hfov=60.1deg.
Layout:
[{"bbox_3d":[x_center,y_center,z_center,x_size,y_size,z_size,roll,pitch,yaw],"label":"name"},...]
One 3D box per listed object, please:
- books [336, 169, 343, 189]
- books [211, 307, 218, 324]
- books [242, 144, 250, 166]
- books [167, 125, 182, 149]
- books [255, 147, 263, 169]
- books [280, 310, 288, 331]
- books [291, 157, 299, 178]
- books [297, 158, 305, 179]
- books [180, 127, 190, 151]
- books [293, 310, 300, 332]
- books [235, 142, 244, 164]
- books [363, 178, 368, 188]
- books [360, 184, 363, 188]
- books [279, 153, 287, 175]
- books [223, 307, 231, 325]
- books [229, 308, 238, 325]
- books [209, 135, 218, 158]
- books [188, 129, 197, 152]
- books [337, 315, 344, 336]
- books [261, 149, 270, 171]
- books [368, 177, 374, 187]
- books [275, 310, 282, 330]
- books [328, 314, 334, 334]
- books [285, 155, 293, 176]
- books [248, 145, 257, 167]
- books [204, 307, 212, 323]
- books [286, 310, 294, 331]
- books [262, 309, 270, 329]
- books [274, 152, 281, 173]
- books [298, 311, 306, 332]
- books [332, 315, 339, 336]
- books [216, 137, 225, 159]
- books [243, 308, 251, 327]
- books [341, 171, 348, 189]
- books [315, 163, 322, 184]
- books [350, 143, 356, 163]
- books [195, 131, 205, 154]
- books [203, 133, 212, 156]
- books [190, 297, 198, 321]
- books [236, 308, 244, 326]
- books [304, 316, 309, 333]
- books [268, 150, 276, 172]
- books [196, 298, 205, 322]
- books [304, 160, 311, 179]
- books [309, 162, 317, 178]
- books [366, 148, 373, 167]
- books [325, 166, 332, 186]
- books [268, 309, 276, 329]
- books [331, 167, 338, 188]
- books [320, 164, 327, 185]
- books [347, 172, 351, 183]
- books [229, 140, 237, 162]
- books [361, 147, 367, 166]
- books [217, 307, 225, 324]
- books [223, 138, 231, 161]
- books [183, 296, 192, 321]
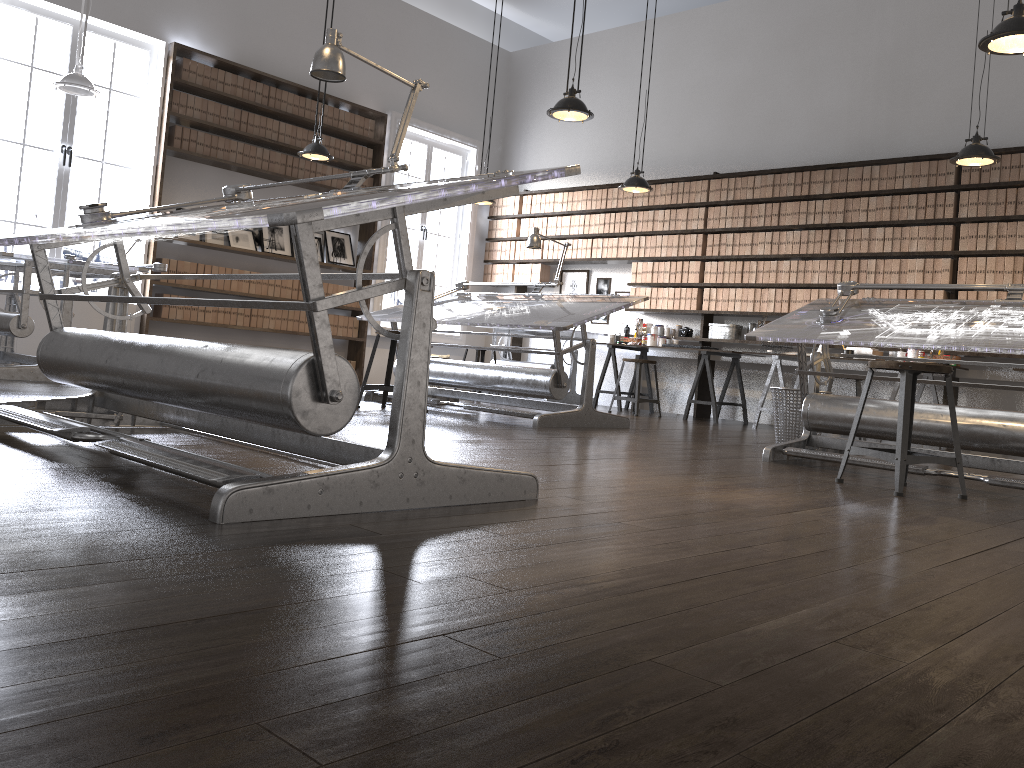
[{"bbox_3d":[-1.905,-2.190,9.529,0.175,0.226,0.066,5,-1,43],"label":"books"},{"bbox_3d":[-2.911,-0.701,8.545,0.175,0.226,0.066,5,-1,43],"label":"books"},{"bbox_3d":[-2.659,-2.239,8.713,0.175,0.226,0.066,5,-1,43],"label":"books"},{"bbox_3d":[-3.135,-2.270,8.201,0.175,0.226,0.066,5,-1,43],"label":"books"},{"bbox_3d":[-2.563,-2.233,8.814,0.175,0.226,0.066,5,-1,43],"label":"books"},{"bbox_3d":[-2.387,-0.667,9.111,0.175,0.226,0.066,5,-1,43],"label":"books"},{"bbox_3d":[-2.280,-2.215,9.126,0.175,0.226,0.066,5,-1,43],"label":"books"},{"bbox_3d":[-2.228,-2.211,9.174,0.175,0.226,0.066,5,-1,43],"label":"books"},{"bbox_3d":[-3.081,-2.266,8.251,0.175,0.226,0.066,5,-1,43],"label":"books"},{"bbox_3d":[-2.290,-0.660,9.208,0.175,0.226,0.066,5,-1,43],"label":"books"},{"bbox_3d":[-2.704,-2.242,8.659,0.175,0.226,0.066,5,-1,43],"label":"books"},{"bbox_3d":[-1.673,-2.175,9.778,0.175,0.226,0.066,5,-1,43],"label":"books"},{"bbox_3d":[-1.712,-2.178,9.729,0.175,0.226,0.066,5,-1,43],"label":"books"},{"bbox_3d":[-2.381,-2.221,9.016,0.175,0.226,0.066,5,-1,43],"label":"books"},{"bbox_3d":[-2.821,-0.695,8.644,0.175,0.226,0.066,5,-1,43],"label":"books"},{"bbox_3d":[-2.773,-0.692,8.696,0.175,0.226,0.066,5,-1,43],"label":"books"},{"bbox_3d":[-2.890,-2.254,8.465,0.175,0.226,0.066,5,-1,43],"label":"books"},{"bbox_3d":[-3.034,-2.263,8.310,0.175,0.226,0.066,5,-1,43],"label":"books"},{"bbox_3d":[-1.914,-0.636,9.616,0.175,0.226,0.066,5,-1,43],"label":"books"},{"bbox_3d":[-2.512,-2.229,8.865,0.175,0.226,0.066,5,-1,43],"label":"books"},{"bbox_3d":[-1.626,-2.172,9.830,0.175,0.226,0.066,5,-1,43],"label":"books"},{"bbox_3d":[-2.436,-0.670,9.061,0.175,0.226,0.066,5,-1,43],"label":"books"},{"bbox_3d":[-2.004,-0.642,9.523,0.175,0.226,0.066,5,-1,43],"label":"books"},{"bbox_3d":[-2.326,-2.218,9.067,0.175,0.226,0.066,5,-1,43],"label":"books"},{"bbox_3d":[-2.613,-2.236,8.766,0.175,0.226,0.066,5,-1,43],"label":"books"},{"bbox_3d":[-2.952,-0.703,8.498,0.175,0.226,0.066,5,-1,43],"label":"books"},{"bbox_3d":[-2.336,-0.664,9.165,0.175,0.226,0.066,5,-1,43],"label":"books"},{"bbox_3d":[-2.527,-0.676,8.952,0.175,0.226,0.066,5,-1,43],"label":"books"},{"bbox_3d":[-2.423,-2.224,8.967,0.175,0.226,0.066,5,-1,43],"label":"books"},{"bbox_3d":[-2.241,-0.657,9.261,0.175,0.226,0.066,5,-1,43],"label":"books"},{"bbox_3d":[-1.962,-0.639,9.570,0.175,0.226,0.066,5,-1,43],"label":"books"},{"bbox_3d":[-2.840,-2.251,8.511,0.175,0.226,0.066,5,-1,43],"label":"books"},{"bbox_3d":[-2.677,-0.686,8.800,0.175,0.226,0.066,5,-1,43],"label":"books"},{"bbox_3d":[-1.859,-2.188,9.581,0.175,0.226,0.066,5,-1,43],"label":"books"},{"bbox_3d":[-2.085,-2.202,9.326,0.175,0.226,0.066,5,-1,43],"label":"books"},{"bbox_3d":[-1.781,-2.495,9.643,0.175,0.226,0.066,5,-1,43],"label":"books"},{"bbox_3d":[-2.983,-2.260,8.359,0.175,0.226,0.066,5,-1,43],"label":"books"},{"bbox_3d":[-2.938,-2.257,8.413,0.175,0.226,0.066,5,-1,43],"label":"books"},{"bbox_3d":[-3.050,-0.710,8.394,0.175,0.226,0.066,5,-1,43],"label":"books"},{"bbox_3d":[-2.722,-0.688,8.745,0.175,0.226,0.066,5,-1,43],"label":"books"},{"bbox_3d":[-2.195,-0.654,9.317,0.175,0.226,0.066,5,-1,43],"label":"books"},{"bbox_3d":[-2.463,-2.226,8.918,0.175,0.226,0.066,5,-1,43],"label":"books"},{"bbox_3d":[-3.000,-0.706,8.443,0.175,0.226,0.066,5,-1,43],"label":"books"},{"bbox_3d":[-2.183,-2.208,9.229,0.175,0.226,0.066,5,-1,43],"label":"books"},{"bbox_3d":[-2.135,-2.205,9.281,0.175,0.226,0.066,5,-1,43],"label":"books"},{"bbox_3d":[-1.627,-2.485,9.806,0.175,0.226,0.066,5,-1,43],"label":"books"},{"bbox_3d":[-2.000,-2.196,9.423,0.175,0.226,0.066,5,-1,43],"label":"books"},{"bbox_3d":[-2.480,-0.673,9.008,0.175,0.226,0.066,5,-1,43],"label":"books"},{"bbox_3d":[-1.949,-2.193,9.475,0.175,0.226,0.066,5,-1,43],"label":"books"},{"bbox_3d":[-2.043,-2.199,9.378,0.175,0.226,0.066,5,-1,43],"label":"books"},{"bbox_3d":[-1.809,-2.184,9.630,0.175,0.226,0.066,5,-1,43],"label":"books"},{"bbox_3d":[-2.754,-2.245,8.607,0.175,0.226,0.066,5,-1,43],"label":"books"},{"bbox_3d":[-1.680,-2.489,9.752,0.175,0.226,0.066,5,-1,43],"label":"books"},{"bbox_3d":[-2.862,-0.697,8.590,0.175,0.226,0.066,5,-1,43],"label":"books"},{"bbox_3d":[-2.798,-2.248,8.563,0.175,0.226,0.066,5,-1,43],"label":"books"},{"bbox_3d":[-3.099,-0.713,8.345,0.175,0.226,0.066,5,-1,43],"label":"books"}]
